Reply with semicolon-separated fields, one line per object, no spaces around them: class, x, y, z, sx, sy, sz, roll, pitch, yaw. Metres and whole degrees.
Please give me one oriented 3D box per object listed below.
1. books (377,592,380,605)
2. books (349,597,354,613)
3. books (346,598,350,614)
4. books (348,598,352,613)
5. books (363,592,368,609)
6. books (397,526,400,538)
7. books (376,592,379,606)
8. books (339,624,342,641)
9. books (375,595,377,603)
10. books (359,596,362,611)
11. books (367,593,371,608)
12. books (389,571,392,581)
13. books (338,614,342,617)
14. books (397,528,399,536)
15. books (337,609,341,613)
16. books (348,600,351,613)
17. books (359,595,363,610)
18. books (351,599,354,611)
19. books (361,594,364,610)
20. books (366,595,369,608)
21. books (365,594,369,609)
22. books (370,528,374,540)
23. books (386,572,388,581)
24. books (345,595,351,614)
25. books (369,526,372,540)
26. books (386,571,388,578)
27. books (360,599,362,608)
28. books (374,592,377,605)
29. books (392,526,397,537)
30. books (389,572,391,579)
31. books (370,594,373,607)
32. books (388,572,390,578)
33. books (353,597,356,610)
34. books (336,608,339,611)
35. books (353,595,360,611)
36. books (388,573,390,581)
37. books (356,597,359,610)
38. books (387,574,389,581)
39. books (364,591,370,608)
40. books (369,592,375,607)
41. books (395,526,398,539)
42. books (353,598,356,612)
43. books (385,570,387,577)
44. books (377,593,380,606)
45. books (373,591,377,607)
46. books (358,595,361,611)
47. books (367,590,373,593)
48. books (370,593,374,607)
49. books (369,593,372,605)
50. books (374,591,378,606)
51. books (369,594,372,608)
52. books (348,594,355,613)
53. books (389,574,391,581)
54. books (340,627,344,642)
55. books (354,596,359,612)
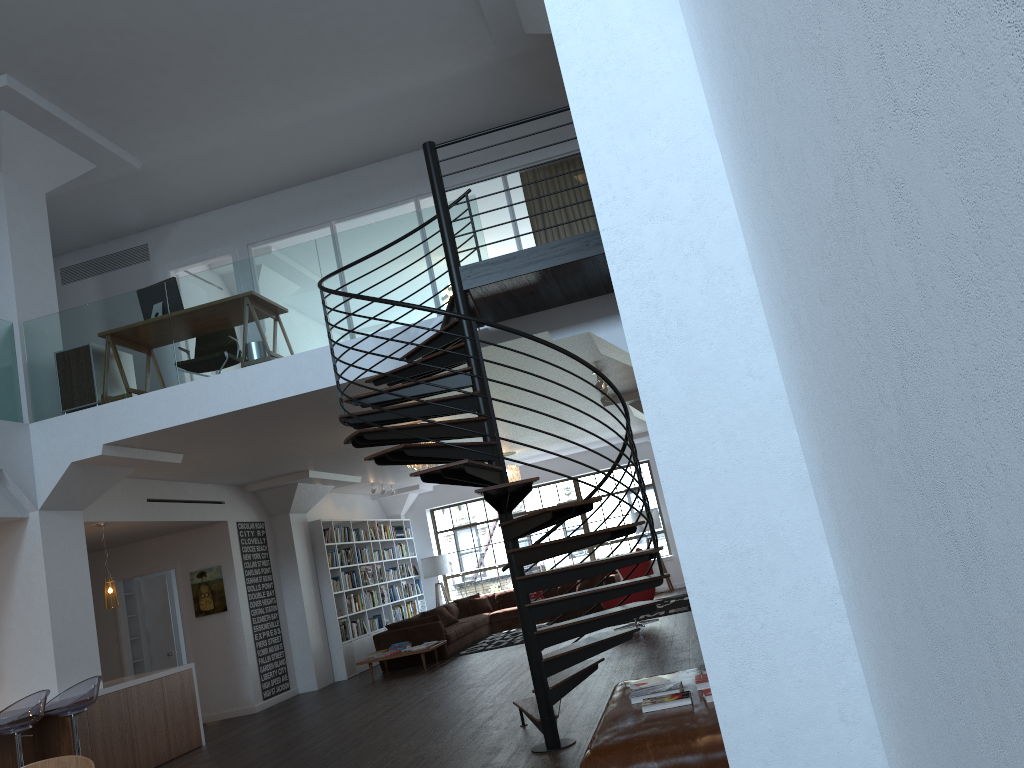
books;-2.390;3.734;15.354;0.168;0.231;0.037;-14;-11;8
books;-2.632;3.543;14.143;0.171;0.246;0.057;-14;-11;9
books;-2.667;3.514;13.961;0.189;0.247;0.057;-14;-11;9
books;-2.643;3.539;14.098;0.159;0.241;0.038;-14;-11;9
books;-2.519;3.615;14.743;0.198;0.284;0.066;-14;-11;8
books;-2.287;2.904;17.270;0.183;0.253;0.042;-14;-11;9
books;-2.403;3.720;15.290;0.174;0.240;0.045;-14;-11;8
books;-2.692;3.796;13.453;0.198;0.284;0.049;-14;-11;9
books;-2.407;3.716;15.221;0.161;0.223;0.027;-14;-11;8
books;-2.562;3.592;14.491;0.183;0.253;0.034;-14;-11;9
books;-2.477;3.651;14.888;0.183;0.253;0.034;-14;-11;8
books;-2.267;3.521;16.212;0.107;0.167;0.016;-14;-11;9
books;-2.732;3.575;13.631;0.197;0.035;0.284;-12;-11;-1
books;-2.298;2.898;17.228;0.183;0.253;0.042;-14;-11;9
books;-2.749;3.511;13.639;0.174;0.032;0.254;-13;-11;4
books;-2.633;3.545;14.050;0.144;0.207;0.048;-14;-11;9
books;-2.546;3.604;14.562;0.160;0.250;0.026;-14;-11;9
books;-2.621;3.560;14.182;0.161;0.223;0.027;-14;-11;9
books;-2.538;3.605;14.590;0.183;0.253;0.034;-14;-11;9
books;-2.482;3.651;14.804;0.161;0.223;0.026;-14;-11;8
books;-2.493;3.635;14.782;0.160;0.250;0.026;-14;-11;8
books;-2.572;2.690;15.796;0.174;0.236;0.136;-14;-11;8
books;-2.316;3.490;16.030;0.128;0.178;0.021;-14;-11;9
books;-2.645;3.493;14.013;0.140;0.298;0.044;-14;-11;9
books;-2.589;2.668;15.713;0.183;0.253;0.042;-14;-11;9
books;-2.314;3.493;16.050;0.128;0.178;0.020;-14;-11;9
books;-2.560;3.605;14.528;0.174;0.240;0.045;-14;-11;9
books;-2.413;3.699;15.198;0.160;0.250;0.026;-14;-11;8
books;-2.327;2.880;17.101;0.183;0.253;0.042;-14;-11;9
books;-2.271;3.519;16.189;0.106;0.162;0.030;-14;-11;9
books;-2.448;3.682;15.002;0.161;0.223;0.027;-14;-11;8
books;-2.284;3.519;16.146;0.110;0.153;0.017;-14;-11;9
books;-2.619;3.573;14.299;0.174;0.240;0.045;-14;-11;9
books;-2.753;3.484;13.649;0.144;0.025;0.204;-12;-11;-1
books;-2.575;3.582;14.426;0.183;0.253;0.034;-14;-11;9
books;-2.286;3.516;16.129;0.110;0.153;0.018;-14;-11;9
books;-2.582;3.588;14.391;0.168;0.231;0.037;-14;-11;9
books;-2.316;3.496;16.076;0.134;0.184;0.029;-14;-11;9
books;-2.490;3.627;14.850;0.176;0.290;0.053;-14;-11;8
books;-2.434;3.678;15.076;0.183;0.253;0.034;-14;-11;8
books;-2.313;2.885;17.143;0.183;0.253;0.042;-14;-11;9
books;-2.606;3.572;14.260;0.161;0.223;0.026;-14;-11;9
books;-2.329;3.478;16.013;0.127;0.200;0.020;-14;-11;9
books;-2.384;3.731;15.321;0.161;0.223;0.026;-14;-11;8
books;-2.426;3.689;15.158;0.180;0.259;0.060;-14;-11;8
books;-2.564;3.586;14.458;0.183;0.253;0.034;-14;-11;9
books;-2.440;3.668;15.115;0.176;0.290;0.036;-14;-11;8
books;-2.451;3.681;15.039;0.174;0.240;0.045;-14;-11;8
books;-2.460;3.666;14.964;0.171;0.246;0.057;-14;-11;8
books;-2.412;3.708;15.254;0.183;0.253;0.034;-14;-11;8
books;-2.467;3.655;14.920;0.183;0.253;0.034;-14;-11;8
books;-2.623;3.534;14.228;0.176;0.290;0.053;-14;-11;9
books;-2.283;3.515;16.166;0.120;0.167;0.019;-14;-11;9
books;-2.655;3.832;13.514;0.161;0.223;0.032;-14;-11;9
books;-2.588;3.573;14.345;0.171;0.246;0.057;-14;-11;9
